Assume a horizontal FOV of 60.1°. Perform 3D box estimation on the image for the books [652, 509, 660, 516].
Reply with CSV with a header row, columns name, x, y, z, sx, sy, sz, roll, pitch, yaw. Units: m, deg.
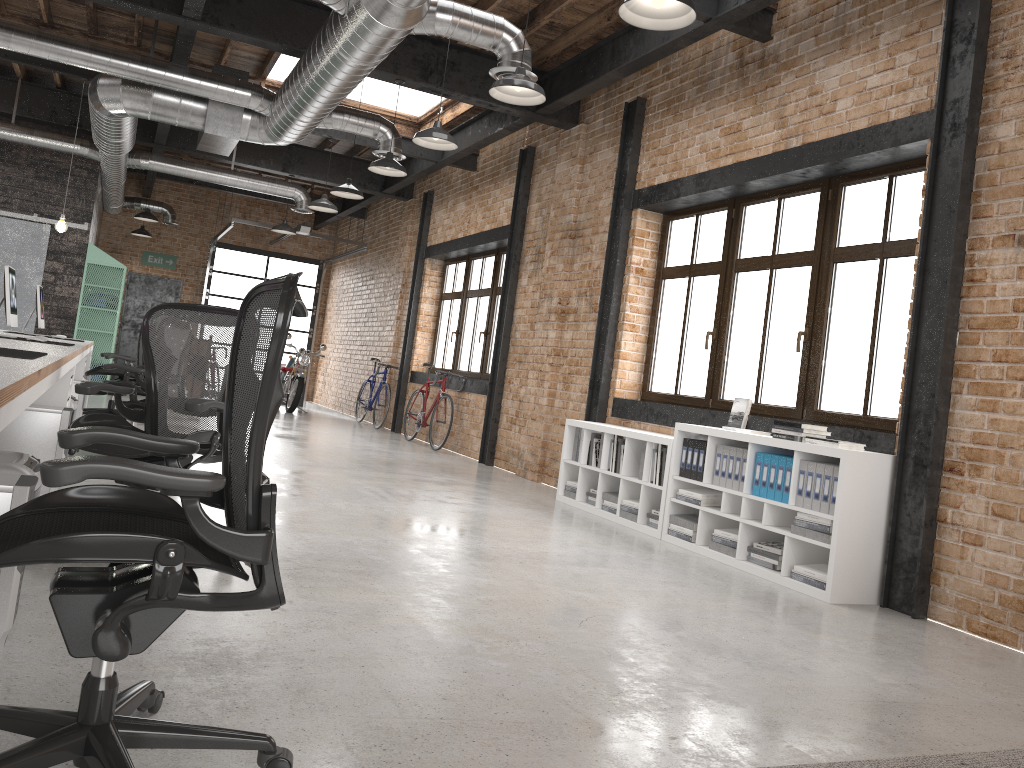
name,x,y,z,sx,sy,sz,roll,pitch,yaw
books,1.123,0.905,6.169,0.198,0.055,0.240,8,0,-24

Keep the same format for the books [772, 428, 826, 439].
name,x,y,z,sx,sy,sz,roll,pitch,yaw
books,1.671,0.291,5.160,0.190,0.023,0.242,8,0,-26

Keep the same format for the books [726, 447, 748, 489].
name,x,y,z,sx,sy,sz,roll,pitch,yaw
books,1.468,0.537,5.569,0.231,0.262,0.062,8,-3,-24

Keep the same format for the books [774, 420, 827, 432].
name,x,y,z,sx,sy,sz,roll,pitch,yaw
books,1.682,0.244,5.165,0.190,0.028,0.240,8,0,-22

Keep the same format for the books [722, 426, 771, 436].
name,x,y,z,sx,sy,sz,roll,pitch,yaw
books,1.497,0.301,5.651,0.173,0.021,0.273,8,0,-24

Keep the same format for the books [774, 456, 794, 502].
name,x,y,z,sx,sy,sz,roll,pitch,yaw
books,1.646,0.560,5.143,0.231,0.262,0.062,8,-3,-24

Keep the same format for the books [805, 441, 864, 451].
name,x,y,z,sx,sy,sz,roll,pitch,yaw
books,1.784,0.343,4.902,0.186,0.014,0.253,8,0,-24

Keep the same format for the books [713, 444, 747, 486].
name,x,y,z,sx,sy,sz,roll,pitch,yaw
books,1.415,0.530,5.686,0.231,0.262,0.062,8,-3,-24

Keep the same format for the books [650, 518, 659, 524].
name,x,y,z,sx,sy,sz,roll,pitch,yaw
books,1.092,0.963,6.169,0.163,0.047,0.239,8,0,-24

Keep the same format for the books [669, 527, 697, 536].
name,x,y,z,sx,sy,sz,roll,pitch,yaw
books,1.207,0.976,5.878,0.218,0.034,0.260,8,0,-24

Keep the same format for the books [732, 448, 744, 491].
name,x,y,z,sx,sy,sz,roll,pitch,yaw
books,1.494,0.540,5.510,0.231,0.262,0.062,8,-3,-24

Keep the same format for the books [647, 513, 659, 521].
name,x,y,z,sx,sy,sz,roll,pitch,yaw
books,1.112,0.937,6.191,0.222,0.055,0.282,8,0,-24

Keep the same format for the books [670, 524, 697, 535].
name,x,y,z,sx,sy,sz,roll,pitch,yaw
books,1.210,0.959,5.874,0.214,0.046,0.252,8,0,-24

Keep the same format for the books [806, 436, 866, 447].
name,x,y,z,sx,sy,sz,roll,pitch,yaw
books,1.794,0.318,4.909,0.202,0.012,0.251,8,0,-23

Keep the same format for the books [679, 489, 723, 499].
name,x,y,z,sx,sy,sz,roll,pitch,yaw
books,1.261,0.722,5.843,0.214,0.046,0.252,8,0,-24

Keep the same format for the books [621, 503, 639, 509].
name,x,y,z,sx,sy,sz,roll,pitch,yaw
books,0.959,0.888,6.447,0.218,0.039,0.260,8,0,-24

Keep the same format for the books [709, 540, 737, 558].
name,x,y,z,sx,sy,sz,roll,pitch,yaw
books,1.399,1.024,5.497,0.216,0.072,0.290,8,0,-24

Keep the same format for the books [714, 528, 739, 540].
name,x,y,z,sx,sy,sz,roll,pitch,yaw
books,1.416,0.929,5.483,0.214,0.052,0.252,8,0,-24

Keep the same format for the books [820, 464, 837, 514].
name,x,y,z,sx,sy,sz,roll,pitch,yaw
books,1.795,0.580,4.811,0.231,0.262,0.062,8,-3,-24

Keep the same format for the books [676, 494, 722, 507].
name,x,y,z,sx,sy,sz,roll,pitch,yaw
books,1.248,0.765,5.851,0.206,0.061,0.274,8,0,-24

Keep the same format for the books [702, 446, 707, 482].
name,x,y,z,sx,sy,sz,roll,pitch,yaw
books,1.367,0.523,5.778,0.231,0.262,0.062,8,-3,-24

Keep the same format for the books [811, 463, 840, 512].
name,x,y,z,sx,sy,sz,roll,pitch,yaw
books,1.769,0.576,4.870,0.231,0.262,0.062,8,-3,-24

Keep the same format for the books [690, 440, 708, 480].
name,x,y,z,sx,sy,sz,roll,pitch,yaw
books,1.314,0.517,5.896,0.231,0.262,0.062,8,-3,-24

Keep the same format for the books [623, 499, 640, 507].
name,x,y,z,sx,sy,sz,roll,pitch,yaw
books,0.962,0.870,6.444,0.214,0.052,0.252,8,0,-24

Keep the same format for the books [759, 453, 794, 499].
name,x,y,z,sx,sy,sz,roll,pitch,yaw
books,1.592,0.553,5.261,0.231,0.262,0.062,8,-3,-24

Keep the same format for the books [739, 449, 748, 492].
name,x,y,z,sx,sy,sz,roll,pitch,yaw
books,1.521,0.544,5.451,0.231,0.262,0.062,8,-3,-24

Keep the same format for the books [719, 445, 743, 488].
name,x,y,z,sx,sy,sz,roll,pitch,yaw
books,1.441,0.533,5.628,0.231,0.262,0.062,8,-3,-24

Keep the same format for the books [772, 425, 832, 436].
name,x,y,z,sx,sy,sz,roll,pitch,yaw
books,1.685,0.270,5.157,0.211,0.023,0.259,8,0,-24

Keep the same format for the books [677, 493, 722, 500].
name,x,y,z,sx,sy,sz,roll,pitch,yaw
books,1.258,0.740,5.847,0.218,0.034,0.260,8,0,-24

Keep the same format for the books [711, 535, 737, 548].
name,x,y,z,sx,sy,sz,roll,pitch,yaw
books,1.403,0.973,5.490,0.206,0.067,0.275,8,0,-24

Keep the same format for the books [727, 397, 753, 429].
name,x,y,z,sx,sy,sz,roll,pitch,yaw
books,1.551,0.206,6.037,0.065,0.224,0.161,9,-2,-24

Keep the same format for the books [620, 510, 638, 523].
name,x,y,z,sx,sy,sz,roll,pitch,yaw
books,0.945,0.964,6.458,0.216,0.072,0.290,8,0,-24

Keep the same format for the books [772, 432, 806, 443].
name,x,y,z,sx,sy,sz,roll,pitch,yaw
books,1.677,0.320,5.154,0.190,0.032,0.259,8,0,-22

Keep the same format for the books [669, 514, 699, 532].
name,x,y,z,sx,sy,sz,roll,pitch,yaw
books,1.211,0.922,5.895,0.216,0.078,0.291,8,0,-24

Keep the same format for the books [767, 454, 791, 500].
name,x,y,z,sx,sy,sz,roll,pitch,yaw
books,1.619,0.556,5.202,0.231,0.262,0.062,8,-3,-24

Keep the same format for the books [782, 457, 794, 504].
name,x,y,z,sx,sy,sz,roll,pitch,yaw
books,1.672,0.563,5.083,0.231,0.262,0.062,8,-3,-24

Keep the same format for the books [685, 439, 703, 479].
name,x,y,z,sx,sy,sz,roll,pitch,yaw
books,1.287,0.513,5.955,0.231,0.262,0.062,8,-3,-24

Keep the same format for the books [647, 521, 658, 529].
name,x,y,z,sx,sy,sz,roll,pitch,yaw
books,1.089,0.992,6.183,0.183,0.050,0.261,8,0,-24

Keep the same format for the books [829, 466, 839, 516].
name,x,y,z,sx,sy,sz,roll,pitch,yaw
books,1.822,0.583,4.751,0.231,0.262,0.062,8,-3,-24

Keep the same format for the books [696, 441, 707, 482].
name,x,y,z,sx,sy,sz,roll,pitch,yaw
books,1.340,0.520,5.837,0.231,0.262,0.062,8,-3,-24

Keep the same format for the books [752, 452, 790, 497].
name,x,y,z,sx,sy,sz,roll,pitch,yaw
books,1.566,0.550,5.319,0.231,0.262,0.062,8,-3,-24

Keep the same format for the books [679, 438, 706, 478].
name,x,y,z,sx,sy,sz,roll,pitch,yaw
books,1.261,0.510,6.013,0.231,0.262,0.062,8,-3,-24

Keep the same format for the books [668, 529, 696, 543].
name,x,y,z,sx,sy,sz,roll,pitch,yaw
books,1.197,1.002,5.883,0.206,0.061,0.274,8,0,-24

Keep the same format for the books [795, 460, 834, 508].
name,x,y,z,sx,sy,sz,roll,pitch,yaw
books,1.716,0.569,4.987,0.231,0.262,0.062,8,-3,-24

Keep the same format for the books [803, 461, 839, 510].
name,x,y,z,sx,sy,sz,roll,pitch,yaw
books,1.742,0.573,4.929,0.231,0.262,0.062,8,-3,-24

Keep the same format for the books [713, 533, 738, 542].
name,x,y,z,sx,sy,sz,roll,pitch,yaw
books,1.413,0.947,5.486,0.218,0.039,0.260,8,0,-24

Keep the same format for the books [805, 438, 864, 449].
name,x,y,z,sx,sy,sz,roll,pitch,yaw
books,1.785,0.329,4.907,0.186,0.014,0.248,8,0,-26
